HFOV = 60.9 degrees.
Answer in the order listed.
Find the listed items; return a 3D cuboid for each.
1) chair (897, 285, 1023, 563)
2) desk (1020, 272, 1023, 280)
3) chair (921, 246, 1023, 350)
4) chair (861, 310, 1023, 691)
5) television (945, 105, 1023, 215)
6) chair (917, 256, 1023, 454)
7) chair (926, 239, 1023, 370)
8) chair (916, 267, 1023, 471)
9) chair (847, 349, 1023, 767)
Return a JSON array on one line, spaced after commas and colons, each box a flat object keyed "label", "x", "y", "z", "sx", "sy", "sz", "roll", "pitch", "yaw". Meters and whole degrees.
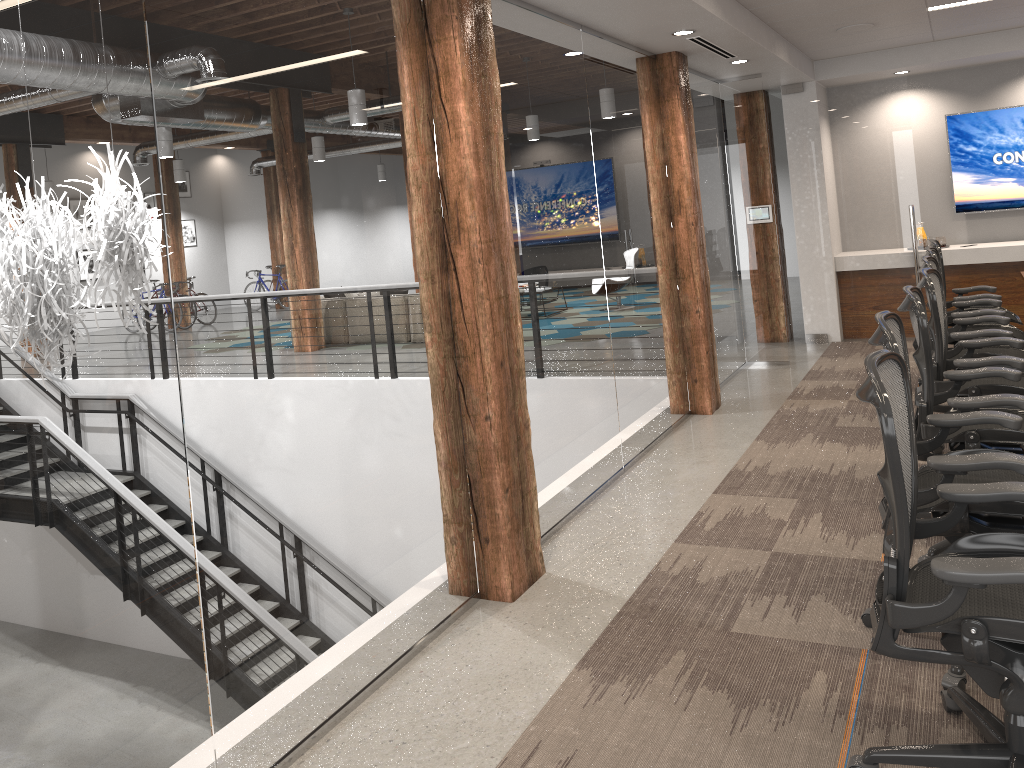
[{"label": "chair", "x": 1.980, "y": 0.131, "z": 3.553, "sx": 0.758, "sy": 1.084, "sz": 0.813, "roll": -5, "pitch": 4, "yaw": 17}, {"label": "desk", "x": 3.201, "y": 0.143, "z": 3.728, "sx": 1.397, "sy": 0.746, "sz": 6.162, "roll": -1, "pitch": 11, "yaw": 28}, {"label": "chair", "x": 3.061, "y": -0.383, "z": 5.739, "sx": 0.790, "sy": 1.084, "sz": 0.780, "roll": -5, "pitch": 3, "yaw": 12}, {"label": "chair", "x": 1.543, "y": 0.297, "z": 2.897, "sx": 0.790, "sy": 1.084, "sz": 0.779, "roll": -5, "pitch": 3, "yaw": 10}, {"label": "television", "x": 5.285, "y": -2.251, "z": 8.406, "sx": 1.900, "sy": 1.101, "sz": 0.065, "roll": -1, "pitch": 2, "yaw": 28}, {"label": "chair", "x": 2.726, "y": -0.207, "z": 4.975, "sx": 0.757, "sy": 1.084, "sz": 0.814, "roll": -4, "pitch": 4, "yaw": 21}, {"label": "chair", "x": 3.455, "y": -0.545, "z": 6.402, "sx": 0.757, "sy": 1.084, "sz": 0.813, "roll": -3, "pitch": 4, "yaw": 34}, {"label": "chair", "x": 2.353, "y": -0.042, "z": 4.288, "sx": 0.789, "sy": 1.084, "sz": 0.780, "roll": -5, "pitch": 4, "yaw": 14}, {"label": "chair", "x": 1.204, "y": 0.468, "z": 2.159, "sx": 0.792, "sy": 1.084, "sz": 0.778, "roll": -5, "pitch": 3, "yaw": 2}]
